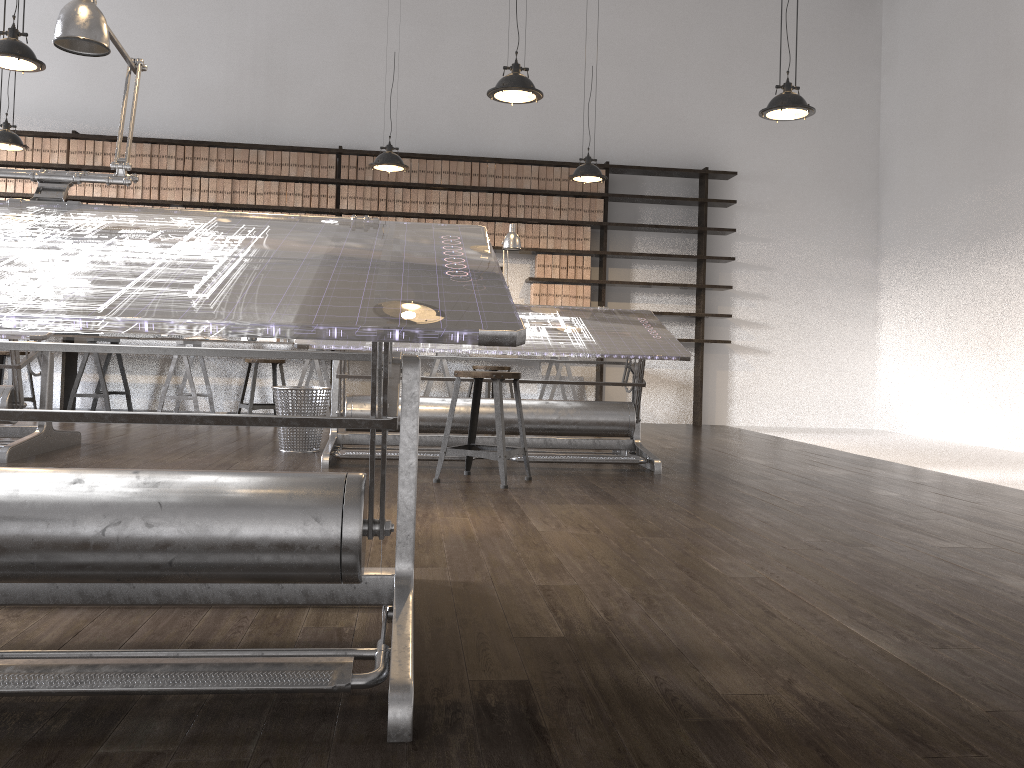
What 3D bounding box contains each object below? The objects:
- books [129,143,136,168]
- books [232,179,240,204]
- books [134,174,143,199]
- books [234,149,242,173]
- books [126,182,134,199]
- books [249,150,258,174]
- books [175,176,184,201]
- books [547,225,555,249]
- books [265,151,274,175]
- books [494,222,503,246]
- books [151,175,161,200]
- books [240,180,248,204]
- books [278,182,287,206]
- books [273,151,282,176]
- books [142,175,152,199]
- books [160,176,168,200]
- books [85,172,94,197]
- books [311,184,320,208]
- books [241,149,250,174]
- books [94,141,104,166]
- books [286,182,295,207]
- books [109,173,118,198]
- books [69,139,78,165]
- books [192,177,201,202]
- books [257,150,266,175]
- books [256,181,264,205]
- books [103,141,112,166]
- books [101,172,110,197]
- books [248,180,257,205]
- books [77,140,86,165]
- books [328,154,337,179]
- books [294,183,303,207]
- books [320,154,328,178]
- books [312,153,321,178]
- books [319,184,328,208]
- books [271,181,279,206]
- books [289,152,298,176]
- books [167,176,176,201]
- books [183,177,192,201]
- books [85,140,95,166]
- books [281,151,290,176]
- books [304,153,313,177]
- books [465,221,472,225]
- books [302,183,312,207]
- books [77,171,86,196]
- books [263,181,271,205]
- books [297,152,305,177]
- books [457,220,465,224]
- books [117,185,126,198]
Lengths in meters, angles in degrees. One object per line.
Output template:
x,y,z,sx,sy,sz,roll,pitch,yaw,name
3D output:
-3.374,-2.025,7.921,0.066,0.226,0.174,2,0,-7,books
-2.485,-1.723,8.022,0.066,0.226,0.174,2,0,-7,books
-3.319,-1.746,7.920,0.066,0.226,0.174,2,0,-7,books
-2.469,-2.000,8.026,0.066,0.226,0.174,2,0,-7,books
-3.390,-1.748,7.916,0.066,0.226,0.174,2,0,-7,books
-2.334,-1.996,8.037,0.066,0.226,0.174,2,0,-7,books
-2.972,-1.736,7.958,0.067,0.226,0.174,2,0,-7,books
0.356,-1.373,8.340,0.066,0.226,0.174,2,0,-7,books
-2.193,-1.992,8.061,0.066,0.226,0.174,2,0,-7,books
-0.131,-1.387,8.285,0.066,0.226,0.174,2,0,-7,books
-3.174,-1.742,7.936,0.067,0.226,0.174,2,0,-7,books
-2.416,-1.721,8.028,0.066,0.226,0.174,2,0,-7,books
-2.079,-1.711,8.067,0.066,0.226,0.174,2,0,-7,books
-2.124,-1.990,8.067,0.066,0.226,0.174,2,0,-7,books
-3.249,-1.744,7.933,0.066,0.226,0.174,2,0,-7,books
-3.101,-1.740,7.950,0.066,0.226,0.174,2,0,-7,books
-3.727,-1.758,7.873,0.067,0.226,0.174,2,0,-7,books
-1.792,-1.703,8.096,0.067,0.226,0.174,2,0,-7,books
-2.405,-1.998,8.029,0.067,0.226,0.174,2,0,-7,books
-3.654,-2.033,7.889,0.066,0.226,0.174,2,0,-7,books
-2.008,-1.709,8.076,0.066,0.226,0.174,2,0,-7,books
-3.526,-1.752,7.895,0.067,0.226,0.174,2,0,-7,books
-3.861,-2.039,7.866,0.066,0.226,0.174,2,0,-7,books
-2.829,-1.732,7.978,0.066,0.226,0.174,2,0,-7,books
-2.262,-1.994,8.049,0.066,0.226,0.174,2,0,-7,books
-2.274,-1.716,8.042,0.066,0.226,0.174,2,0,-7,books
-3.585,-2.031,7.900,0.066,0.226,0.174,2,0,-7,books
-3.593,-1.754,7.892,0.066,0.226,0.174,2,0,-7,books
-2.346,-1.719,8.032,0.067,0.226,0.174,2,0,-7,books
-3.797,-2.037,7.869,0.067,0.226,0.174,2,0,-7,books
-1.645,-1.976,8.119,0.066,0.226,0.174,2,0,-7,books
-1.937,-1.707,8.080,0.066,0.226,0.174,2,0,-7,books
-1.716,-1.978,8.115,0.066,0.226,0.174,2,0,-7,books
-1.787,-1.980,8.107,0.066,0.226,0.174,2,0,-7,books
-1.719,-1.701,8.110,0.066,0.226,0.174,2,0,-7,books
-2.145,-1.713,8.054,0.067,0.226,0.174,2,0,-7,books
-1.982,-1.986,8.081,0.066,0.226,0.174,2,0,-7,books
-3.035,-1.738,7.955,0.066,0.226,0.174,2,0,-7,books
-2.900,-1.734,7.966,0.066,0.226,0.174,2,0,-7,books
-3.726,-2.035,7.877,0.066,0.226,0.174,2,0,-7,books
-2.054,-1.988,8.071,0.067,0.226,0.174,2,0,-7,books
-1.853,-1.982,8.093,0.067,0.226,0.174,2,0,-7,books
-0.415,-1.395,8.248,0.066,0.226,0.174,2,0,-7,books
-1.867,-1.705,8.092,0.066,0.226,0.174,2,0,-7,books
-3.797,-1.760,7.868,0.066,0.226,0.174,2,0,-7,books
-2.212,-1.715,8.051,0.066,0.226,0.174,2,0,-7,books
-1.920,-1.984,8.090,0.066,0.226,0.174,2,0,-7,books
-0.481,-1.397,8.247,0.066,0.226,0.174,2,0,-7,books
-3.460,-1.750,7.908,0.066,0.226,0.174,2,0,-7,books
